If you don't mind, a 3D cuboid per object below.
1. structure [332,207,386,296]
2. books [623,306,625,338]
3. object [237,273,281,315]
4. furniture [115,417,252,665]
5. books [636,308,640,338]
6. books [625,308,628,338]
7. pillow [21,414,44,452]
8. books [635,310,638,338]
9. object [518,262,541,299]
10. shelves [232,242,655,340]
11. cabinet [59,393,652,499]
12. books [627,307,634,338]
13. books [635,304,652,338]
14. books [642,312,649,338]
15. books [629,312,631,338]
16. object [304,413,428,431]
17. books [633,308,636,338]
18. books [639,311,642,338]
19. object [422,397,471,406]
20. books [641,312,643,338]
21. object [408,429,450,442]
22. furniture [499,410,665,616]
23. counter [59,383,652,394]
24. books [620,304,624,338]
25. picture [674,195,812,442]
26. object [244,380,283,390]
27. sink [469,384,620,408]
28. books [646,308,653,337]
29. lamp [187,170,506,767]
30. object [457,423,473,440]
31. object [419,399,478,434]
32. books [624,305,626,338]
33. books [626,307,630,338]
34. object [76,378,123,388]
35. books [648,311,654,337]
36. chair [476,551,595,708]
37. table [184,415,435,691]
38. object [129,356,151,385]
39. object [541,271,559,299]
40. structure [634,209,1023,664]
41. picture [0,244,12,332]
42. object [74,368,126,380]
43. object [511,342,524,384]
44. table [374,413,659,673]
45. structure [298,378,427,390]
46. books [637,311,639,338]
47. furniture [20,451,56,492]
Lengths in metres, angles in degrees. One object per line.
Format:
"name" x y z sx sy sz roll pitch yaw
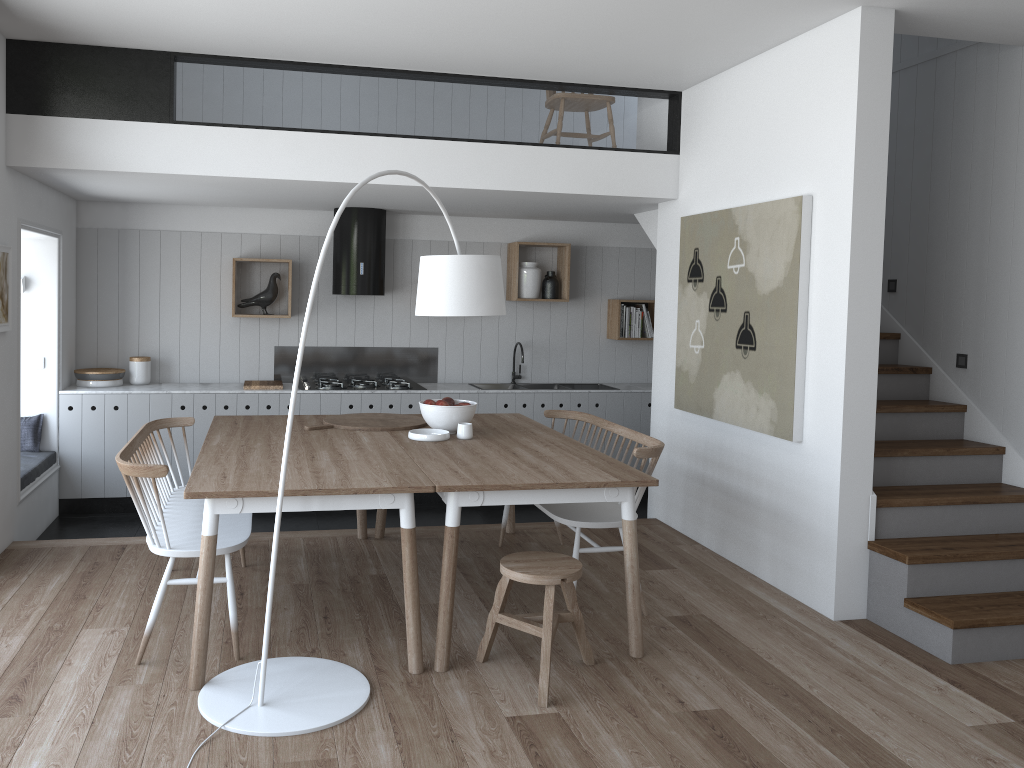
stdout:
"structure" -1.211 -1.141 7.020 0.426 0.867 0.404 3 4 32
"books" 0.926 -0.546 7.629 0.013 0.281 0.223 1 4 -16
"object" -1.987 -0.712 6.946 0.330 0.333 0.141 0 3 -12
"furniture" -1.482 0.646 4.095 0.536 0.808 1.384 0 5 -15
"books" 1.067 -0.529 7.624 0.011 0.253 0.144 1 3 -16
"books" 0.959 -0.530 7.598 0.014 0.256 0.165 1 4 -16
"pillow" -3.474 0.359 6.161 0.397 0.293 0.184 0 4 -13
"books" 1.043 -0.519 7.621 0.015 0.234 0.152 1 4 -16
"object" 0.130 -0.866 7.403 0.222 0.301 0.235 -2 5 -41
"shelves" -0.455 -0.781 7.280 3.528 0.796 0.305 0 3 -13
"cabinet" -0.273 0.445 6.947 6.038 0.746 0.010 0 3 -13
"books" 1.005 -0.535 7.624 0.025 0.263 0.163 1 4 -16
"books" 1.137 -0.546 7.639 0.096 0.290 0.159 1 3 -15
"books" 1.129 -0.509 7.640 0.069 0.221 0.146 1 4 -15
"books" 0.987 -0.512 7.608 0.018 0.219 0.155 1 4 -16
"object" -0.781 0.218 5.001 0.602 0.023 0.673 2 6 8
"books" 1.024 -0.531 7.628 0.014 0.256 0.165 1 4 -16
"books" 1.079 -0.513 7.620 0.011 0.228 0.146 1 4 -16
"object" -0.342 0.160 4.732 0.243 0.167 0.245 5 6 36
"books" 1.092 -0.512 7.619 0.014 0.223 0.145 1 4 -16
"object" -0.426 0.263 4.544 0.209 0.035 0.221 -3 7 -35
"furniture" 0.327 0.626 4.707 0.536 0.808 1.384 0 5 -15
"counter" -0.342 0.030 7.207 6.041 0.020 0.589 0 6 -13
"books" 0.911 -0.547 7.616 0.021 0.285 0.210 1 4 -16
"picture" 1.261 -0.386 5.010 0.059 1.216 1.320 1 4 -16
"object" -1.924 0.007 6.838 0.286 0.030 0.407 0 6 -15
"sink" 0.256 0.102 7.315 1.161 0.166 0.460 0 5 -13
"books" 1.160 -0.531 7.636 0.075 0.248 0.144 1 3 -15
"lamp" -0.870 0.249 2.116 0.881 2.018 5.177 2 5 10
"object" -0.243 0.244 4.559 0.082 0.078 0.084 0 4 -14
"object" -0.344 0.181 4.737 0.310 0.164 0.321 0 5 -17
"books" 0.935 -0.547 7.638 0.010 0.280 0.231 1 4 -16
"books" 0.970 -0.531 7.610 0.014 0.256 0.165 1 4 -16
"object" -3.113 -0.015 6.674 0.333 0.055 0.319 4 6 25
"books" 1.172 -0.520 7.643 0.068 0.221 0.146 1 4 -15
"chair" 0.160 0.924 3.485 0.422 0.448 0.495 -1 5 -28
"table" -1.035 0.664 4.330 0.922 0.747 2.078 0 5 -15
"object" -2.861 -0.100 6.795 0.159 0.212 0.150 5 5 44
"object" 0.330 -0.833 7.460 0.157 0.235 0.156 0 4 -17
"structure" 1.869 -0.135 5.462 1.041 2.624 3.668 1 5 -16
"picture" -2.757 -0.513 4.737 0.029 0.469 0.442 1 4 -16
"object" -3.111 -0.073 6.671 0.370 0.065 0.350 5 7 35
"object" 0.071 -0.165 7.400 0.089 0.373 0.294 1 4 -16
"table" -0.134 0.663 4.535 0.922 0.747 2.078 0 5 -15
"structure" -1.202 -0.004 7.014 0.969 0.048 0.564 0 6 -14
"books" 1.057 -0.514 7.617 0.011 0.226 0.146 1 4 -16
"furniture" -3.376 0.560 5.713 0.587 0.115 1.070 0 6 -15
